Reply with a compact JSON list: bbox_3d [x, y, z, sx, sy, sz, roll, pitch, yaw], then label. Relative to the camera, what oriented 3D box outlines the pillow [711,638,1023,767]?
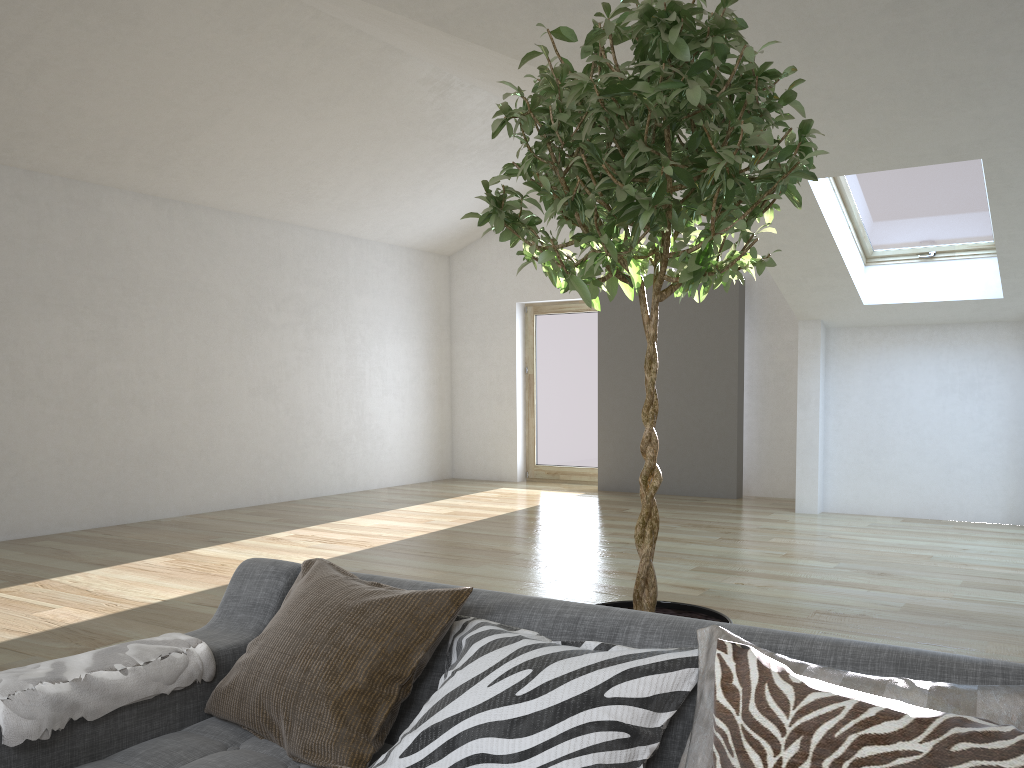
[{"bbox_3d":[0.484,0.550,1.126,0.557,0.342,0.279,0,2,36],"label":"pillow"}]

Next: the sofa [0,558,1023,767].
[{"bbox_3d":[0.154,0.775,1.340,2.463,0.687,1.019,0,1,32],"label":"sofa"}]

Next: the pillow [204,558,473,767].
[{"bbox_3d":[-0.387,0.574,1.860,0.577,0.339,0.308,1,2,42],"label":"pillow"}]

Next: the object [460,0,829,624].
[{"bbox_3d":[0.293,0.110,2.089,0.803,2.031,0.806,0,4,11],"label":"object"}]

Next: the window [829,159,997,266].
[{"bbox_3d":[2.956,-1.281,6.458,1.473,0.732,1.893,0,0,33],"label":"window"}]

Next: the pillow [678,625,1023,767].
[{"bbox_3d":[0.523,0.576,1.308,0.642,0.320,0.261,0,2,32],"label":"pillow"}]

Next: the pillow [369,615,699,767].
[{"bbox_3d":[0.028,0.602,1.558,0.561,0.285,0.356,0,1,32],"label":"pillow"}]

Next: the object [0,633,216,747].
[{"bbox_3d":[-0.892,0.755,1.833,0.357,0.421,0.479,1,2,36],"label":"object"}]
